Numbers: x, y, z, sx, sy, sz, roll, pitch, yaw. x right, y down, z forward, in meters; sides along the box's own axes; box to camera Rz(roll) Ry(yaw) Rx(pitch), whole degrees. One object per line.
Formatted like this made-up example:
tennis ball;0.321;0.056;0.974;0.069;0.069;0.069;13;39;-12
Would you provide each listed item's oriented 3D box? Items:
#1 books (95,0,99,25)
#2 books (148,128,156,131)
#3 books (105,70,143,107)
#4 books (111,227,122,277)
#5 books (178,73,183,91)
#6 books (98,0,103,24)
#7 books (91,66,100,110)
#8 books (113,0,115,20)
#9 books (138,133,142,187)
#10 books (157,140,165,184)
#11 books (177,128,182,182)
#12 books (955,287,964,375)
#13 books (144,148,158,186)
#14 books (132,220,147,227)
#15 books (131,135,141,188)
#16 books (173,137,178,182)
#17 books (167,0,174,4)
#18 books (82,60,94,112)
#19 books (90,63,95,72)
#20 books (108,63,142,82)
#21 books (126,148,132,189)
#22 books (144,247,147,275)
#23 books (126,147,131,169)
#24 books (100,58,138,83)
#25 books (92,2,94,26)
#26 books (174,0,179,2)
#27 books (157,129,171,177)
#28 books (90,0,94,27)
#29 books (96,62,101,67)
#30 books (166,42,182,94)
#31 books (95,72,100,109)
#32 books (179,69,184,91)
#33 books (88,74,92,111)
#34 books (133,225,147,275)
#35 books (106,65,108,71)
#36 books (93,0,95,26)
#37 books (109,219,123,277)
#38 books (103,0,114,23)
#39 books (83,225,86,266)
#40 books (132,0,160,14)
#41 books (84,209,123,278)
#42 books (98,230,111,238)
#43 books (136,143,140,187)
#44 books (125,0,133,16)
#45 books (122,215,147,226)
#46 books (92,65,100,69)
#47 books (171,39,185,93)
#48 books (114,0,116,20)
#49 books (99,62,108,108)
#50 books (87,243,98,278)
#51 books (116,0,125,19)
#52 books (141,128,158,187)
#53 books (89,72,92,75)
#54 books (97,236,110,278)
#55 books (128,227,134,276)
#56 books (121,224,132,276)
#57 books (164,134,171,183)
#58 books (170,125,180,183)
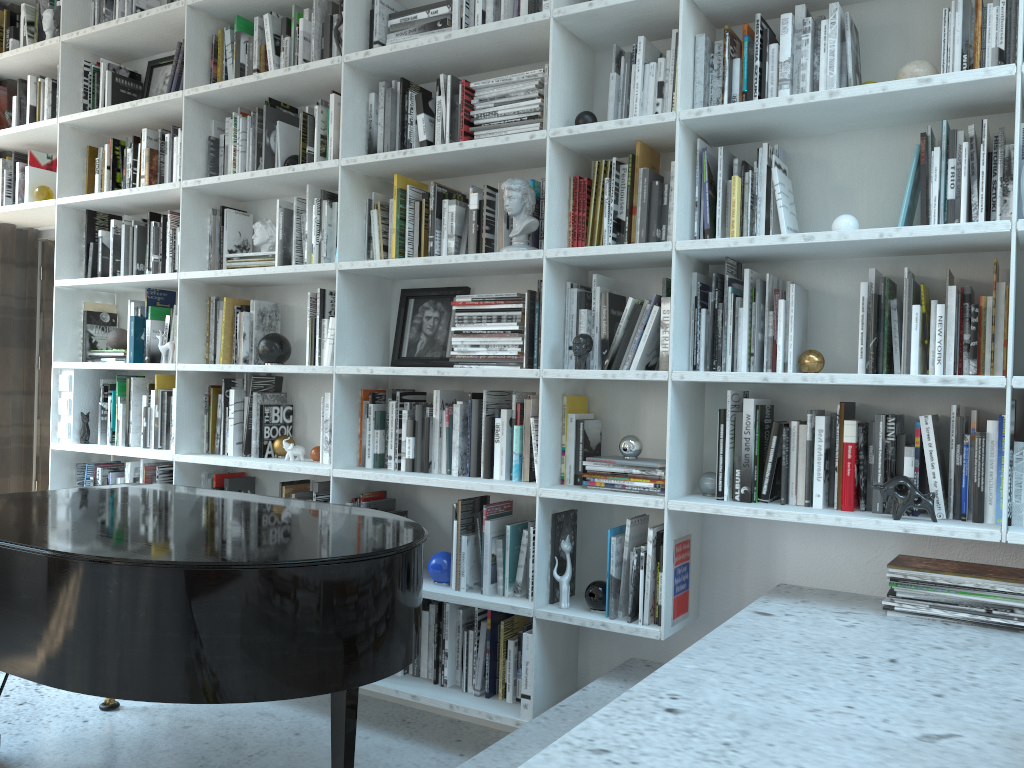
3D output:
books;-1.861;-1.688;4.137;0.012;0.249;0.180;2;0;31
books;-1.578;-0.974;3.971;0.014;0.304;0.151;2;0;31
books;-1.778;-1.301;4.067;0.012;0.214;0.185;2;0;31
books;-1.749;-0.581;4.053;0.011;0.246;0.176;2;0;31
books;-1.355;-1.321;3.852;0.110;0.279;0.174;2;0;31
books;-1.837;-1.675;4.120;0.013;0.225;0.177;2;0;31
books;-1.866;-1.319;4.114;0.004;0.246;0.189;2;0;31
books;-1.762;-1.652;4.079;0.026;0.182;0.161;2;0;31
books;-1.572;-0.958;3.945;0.023;0.271;0.187;2;0;31
books;-1.481;-0.936;3.900;0.013;0.232;0.171;2;0;31
books;-1.365;-0.949;3.825;0.022;0.263;0.174;2;0;31
books;1.189;-0.133;2.345;0.016;0.231;0.138;2;0;31
books;-1.529;-0.919;3.910;0.029;0.195;0.192;2;0;31
books;-1.651;-0.591;4.009;0.011;0.271;0.157;2;0;31
books;-1.635;-0.960;3.995;0.014;0.273;0.180;2;0;31
books;-1.388;-0.933;3.839;0.030;0.231;0.172;2;0;31
books;-1.418;-1.692;3.871;0.024;0.280;0.188;2;0;31
books;-1.932;-1.345;4.163;0.005;0.292;0.184;2;0;31
books;-1.915;-1.340;4.164;0.006;0.287;0.148;2;0;31
books;-1.783;-1.322;4.080;0.012;0.254;0.166;2;0;31
books;-1.657;-0.933;4.003;0.031;0.217;0.173;2;0;31
books;-1.572;-0.582;3.974;0.048;0.256;0.141;2;0;31
books;-1.672;-0.939;4.019;0.011;0.229;0.170;2;0;31
books;-1.819;-1.336;4.102;0.005;0.281;0.190;2;0;31
books;-1.907;-1.667;4.167;0.017;0.204;0.142;2;0;31
books;-1.397;-1.676;3.857;0.028;0.249;0.155;2;0;31
books;-1.491;-0.963;3.919;0.025;0.286;0.161;2;0;31
books;-1.912;-1.707;4.180;0.007;0.285;0.159;2;0;31
books;-1.885;-1.341;4.153;0.006;0.289;0.144;2;0;31
books;-1.418;-1.322;3.878;0.110;0.279;0.174;2;0;31
books;-1.844;-1.305;4.107;0.018;0.219;0.186;2;0;31
books;-1.339;-1.323;3.819;0.097;0.282;0.174;2;0;31
books;-1.887;-1.304;4.124;0.004;0.214;0.186;2;0;31
books;-1.612;-0.576;3.976;0.023;0.242;0.184;2;0;31
books;-1.793;-1.319;4.087;0.011;0.250;0.168;2;0;31
books;-1.893;-1.694;4.166;0.007;0.259;0.156;2;0;31
books;-1.759;-0.599;4.069;0.023;0.281;0.174;2;0;31
books;-1.787;-1.702;4.073;0.015;0.279;0.190;2;0;31
books;-1.916;-0.595;4.141;0.027;0.266;0.176;2;0;31
books;-1.667;-1.664;4.039;0.013;0.210;0.136;2;0;31
books;-1.900;-0.629;4.129;0.012;0.334;0.184;2;0;31
books;-1.827;-0.578;4.095;0.022;0.235;0.177;2;0;31
books;-1.607;-0.942;3.984;0.047;0.238;0.162;2;0;31
books;-1.683;-1.660;4.038;0.014;0.202;0.170;2;0;31
books;-1.683;-0.603;4.017;0.011;0.293;0.183;2;0;31
books;-1.874;-1.327;4.133;0.009;0.260;0.184;2;0;31
books;-1.383;-1.322;3.848;0.110;0.279;0.174;2;0;31
books;-1.735;-1.670;4.059;0.013;0.219;0.181;2;0;31
books;-1.812;-1.324;4.087;0.023;0.258;0.183;2;0;31
books;-1.877;-0.552;4.122;0.037;0.182;0.189;2;0;31
books;-1.724;-1.667;4.045;0.021;0.214;0.173;2;0;31
books;-1.552;-0.965;3.927;0.030;0.286;0.185;2;0;31
books;-1.887;-1.311;4.136;0.009;0.228;0.184;2;0;31
books;-1.811;-0.562;4.074;0.028;0.204;0.188;2;0;31
books;-1.645;-0.574;3.986;0.024;0.237;0.167;2;0;31
books;-1.674;-0.580;4.002;0.021;0.247;0.189;2;0;31
books;-1.456;-0.949;3.902;0.029;0.261;0.157;2;0;31
books;-1.403;-0.958;3.853;0.012;0.281;0.188;2;0;31
